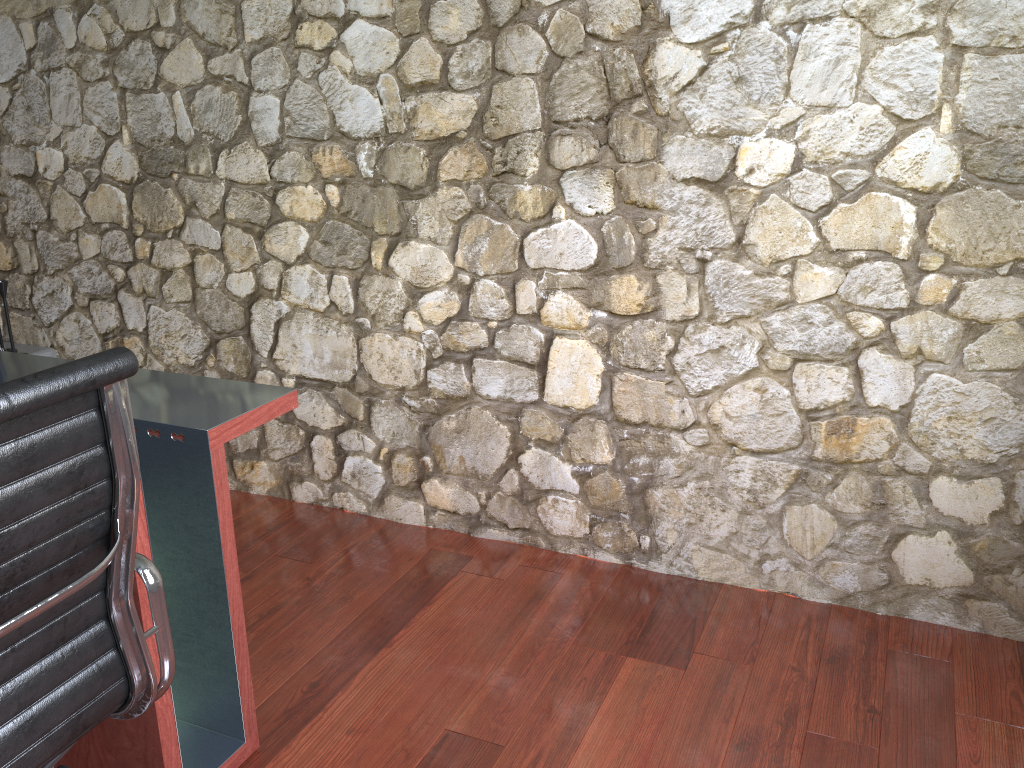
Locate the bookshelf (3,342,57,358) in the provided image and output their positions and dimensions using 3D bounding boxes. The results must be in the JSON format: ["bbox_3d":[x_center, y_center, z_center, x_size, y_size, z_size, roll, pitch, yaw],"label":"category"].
[{"bbox_3d":[-2.381,0.083,3.513,1.196,0.454,0.441,6,18,24],"label":"bookshelf"}]

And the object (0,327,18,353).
[{"bbox_3d":[-1.923,-0.253,3.305,0.095,0.285,0.096,-6,15,-15],"label":"object"}]

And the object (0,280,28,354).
[{"bbox_3d":[-1.841,-0.233,3.235,0.095,0.285,0.096,4,16,20],"label":"object"}]

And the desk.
[{"bbox_3d":[-1.859,0.417,1.934,2.512,0.718,1.317,6,18,24],"label":"desk"}]

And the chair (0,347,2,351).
[{"bbox_3d":[-1.887,0.045,2.657,0.666,1.009,0.708,4,17,20],"label":"chair"}]

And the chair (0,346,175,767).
[{"bbox_3d":[-0.829,0.478,1.171,0.701,1.009,0.673,7,18,28],"label":"chair"}]
